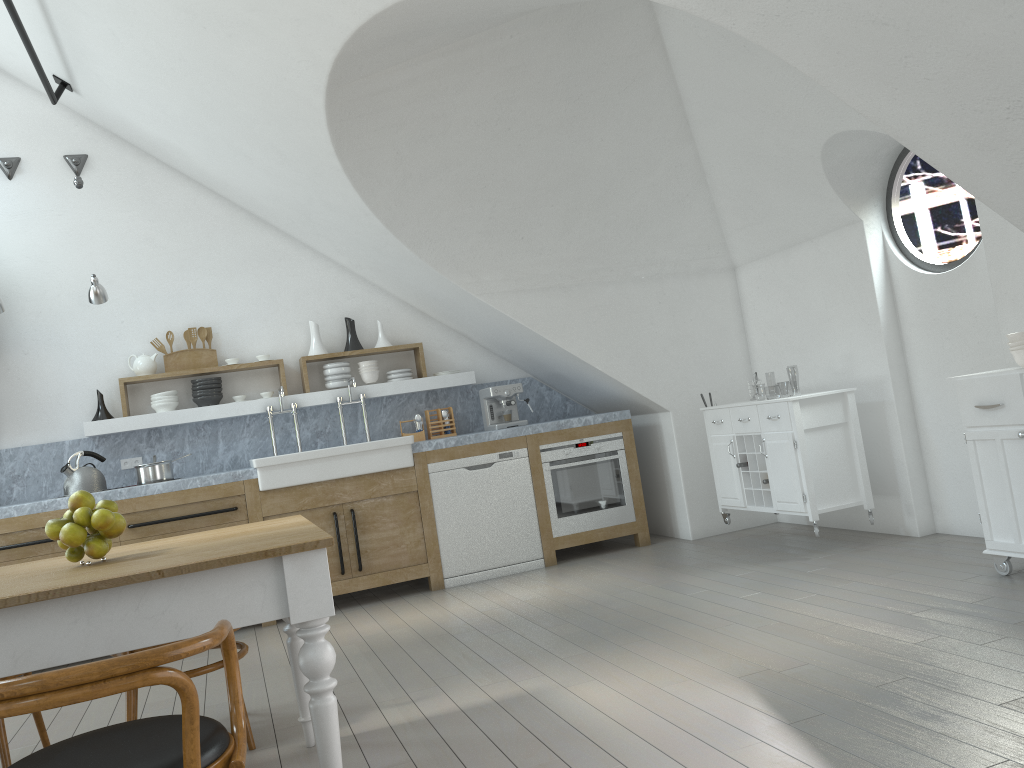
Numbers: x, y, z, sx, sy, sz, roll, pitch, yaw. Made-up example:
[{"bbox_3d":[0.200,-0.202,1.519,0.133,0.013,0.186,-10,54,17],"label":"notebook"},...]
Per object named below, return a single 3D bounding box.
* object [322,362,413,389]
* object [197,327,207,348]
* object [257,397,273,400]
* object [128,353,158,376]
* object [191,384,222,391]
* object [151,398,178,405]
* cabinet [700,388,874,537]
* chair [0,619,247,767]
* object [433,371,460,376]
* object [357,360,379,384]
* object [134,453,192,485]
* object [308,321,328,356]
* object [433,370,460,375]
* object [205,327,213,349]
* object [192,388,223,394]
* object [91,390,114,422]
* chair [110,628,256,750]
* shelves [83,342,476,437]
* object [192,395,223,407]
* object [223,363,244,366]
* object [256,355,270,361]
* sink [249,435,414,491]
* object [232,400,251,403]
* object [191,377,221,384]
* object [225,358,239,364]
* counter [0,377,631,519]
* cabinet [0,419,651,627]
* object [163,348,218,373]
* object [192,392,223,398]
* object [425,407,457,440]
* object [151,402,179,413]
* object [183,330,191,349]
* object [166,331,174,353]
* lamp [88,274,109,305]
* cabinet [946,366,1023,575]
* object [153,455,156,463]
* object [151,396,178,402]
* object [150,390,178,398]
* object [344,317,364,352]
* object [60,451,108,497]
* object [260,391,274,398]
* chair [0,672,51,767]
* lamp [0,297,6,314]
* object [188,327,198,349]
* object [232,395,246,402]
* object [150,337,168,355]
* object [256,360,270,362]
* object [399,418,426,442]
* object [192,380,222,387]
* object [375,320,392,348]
[{"bbox_3d":[-1.068,-0.082,6.601,0.657,0.196,0.197,-8,-3,-19],"label":"object"},{"bbox_3d":[-2.183,-0.257,6.289,0.068,0.298,0.039,-7,-4,-19],"label":"object"},{"bbox_3d":[-1.757,0.108,6.377,0.164,0.012,0.163,-9,-2,-1],"label":"object"},{"bbox_3d":[-2.555,-0.132,6.152,0.168,0.169,0.173,-7,-4,-35],"label":"object"},{"bbox_3d":[-2.143,0.051,6.235,0.206,0.072,0.205,-7,-3,-31],"label":"object"},{"bbox_3d":[-2.403,0.145,6.139,0.181,0.065,0.181,-9,-2,19],"label":"object"},{"bbox_3d":[1.674,0.487,5.568,0.497,0.790,1.131,-7,-3,-19],"label":"cabinet"},{"bbox_3d":[-0.789,0.865,1.743,0.528,0.736,0.619,-8,-3,-16],"label":"chair"},{"bbox_3d":[-0.498,-0.070,6.797,0.214,0.025,0.212,-7,-3,-31],"label":"object"},{"bbox_3d":[-1.060,-0.086,6.579,0.157,0.160,0.154,-9,-3,9],"label":"object"},{"bbox_3d":[-2.195,0.549,5.644,0.395,0.170,0.231,-7,-3,-39],"label":"object"},{"bbox_3d":[-1.444,-0.336,6.528,0.156,0.269,0.155,-7,-4,-30],"label":"object"},{"bbox_3d":[-0.500,-0.079,6.797,0.214,0.025,0.212,-7,-3,-31],"label":"object"},{"bbox_3d":[-2.154,-0.261,6.317,0.057,0.294,0.030,-7,-4,-19],"label":"object"},{"bbox_3d":[-2.138,0.072,6.228,0.205,0.086,0.205,-10,-3,24],"label":"object"},{"bbox_3d":[-2.795,0.143,6.032,0.156,0.219,0.155,-6,-4,-37],"label":"object"},{"bbox_3d":[-1.279,1.002,3.403,0.528,0.736,0.619,-7,-3,-22],"label":"chair"},{"bbox_3d":[-2.962,-0.320,5.881,5.557,1.364,0.478,-8,-4,-24],"label":"shelves"},{"bbox_3d":[-2.134,0.126,6.229,0.206,0.072,0.205,-7,-3,-31],"label":"object"},{"bbox_3d":[-1.992,-0.130,6.328,0.164,0.012,0.163,-9,-2,-1],"label":"object"},{"bbox_3d":[-1.794,-0.181,6.399,0.098,0.049,0.098,-8,-3,-21],"label":"object"},{"bbox_3d":[-1.211,0.528,5.941,1.022,0.202,0.725,-8,-2,-19],"label":"sink"},{"bbox_3d":[-1.937,0.133,6.315,0.164,0.012,0.163,-9,-2,-1],"label":"object"},{"bbox_3d":[-2.151,-0.002,6.244,0.206,0.080,0.205,-8,-2,-16],"label":"object"},{"bbox_3d":[-1.996,-0.153,6.330,0.098,0.049,0.098,-8,-3,-21],"label":"object"},{"bbox_3d":[-2.295,0.389,5.781,6.583,0.621,0.959,-8,-3,-19],"label":"counter"},{"bbox_3d":[-2.235,1.207,5.682,6.435,1.024,1.001,-8,-3,-19],"label":"cabinet"},{"bbox_3d":[-2.267,-0.167,6.259,0.354,0.158,0.084,-8,-4,-19],"label":"object"},{"bbox_3d":[-2.138,0.100,6.230,0.205,0.086,0.205,-9,-3,19],"label":"object"},{"bbox_3d":[-0.541,0.294,6.704,0.200,0.223,0.103,-8,-4,-19],"label":"object"},{"bbox_3d":[-2.399,0.167,6.138,0.181,0.064,0.181,-9,-2,4],"label":"object"},{"bbox_3d":[-2.281,-0.244,6.273,0.061,0.300,0.040,-7,-4,-21],"label":"object"},{"bbox_3d":[-2.393,-0.229,6.236,0.055,0.300,0.027,-7,-4,-19],"label":"object"},{"bbox_3d":[-2.528,-0.572,5.411,0.112,0.177,0.168,-7,-3,-26],"label":"lamp"},{"bbox_3d":[2.500,0.221,3.624,0.610,1.156,1.239,-7,-3,-19],"label":"cabinet"},{"bbox_3d":[-2.285,0.536,5.652,0.051,0.167,0.235,-7,-3,-23],"label":"object"},{"bbox_3d":[-2.404,0.122,6.141,0.181,0.069,0.181,-9,-2,-1],"label":"object"},{"bbox_3d":[-2.407,0.093,6.144,0.180,0.076,0.181,-9,-3,19],"label":"object"},{"bbox_3d":[-1.196,-0.371,6.609,0.156,0.269,0.155,-8,-4,-14],"label":"object"},{"bbox_3d":[-2.654,0.546,5.489,0.246,0.268,0.245,-8,-3,-9],"label":"object"},{"bbox_3d":[-1.760,0.085,6.379,0.098,0.049,0.098,-8,-3,-21],"label":"object"},{"bbox_3d":[-1.962,1.097,3.180,0.528,0.736,0.619,-8,-3,-15],"label":"chair"},{"bbox_3d":[-3.072,-0.492,5.228,0.115,0.178,0.164,-9,-3,0],"label":"lamp"},{"bbox_3d":[-2.243,-0.250,6.266,0.057,0.300,0.019,-7,-4,-19],"label":"object"},{"bbox_3d":[-1.941,0.110,6.317,0.098,0.049,0.098,-8,-3,-21],"label":"object"},{"bbox_3d":[-2.424,-0.207,6.220,0.199,0.259,0.016,-8,-4,-8],"label":"object"},{"bbox_3d":[-1.791,-0.158,6.397,0.164,0.012,0.163,-9,-2,-1],"label":"object"},{"bbox_3d":[-0.743,0.348,6.621,0.173,0.172,0.100,-8,-4,-17],"label":"object"},{"bbox_3d":[-2.144,0.025,6.240,0.205,0.084,0.205,-9,-2,9],"label":"object"},{"bbox_3d":[-0.984,-0.375,6.689,0.156,0.219,0.155,-6,-4,-37],"label":"object"}]
